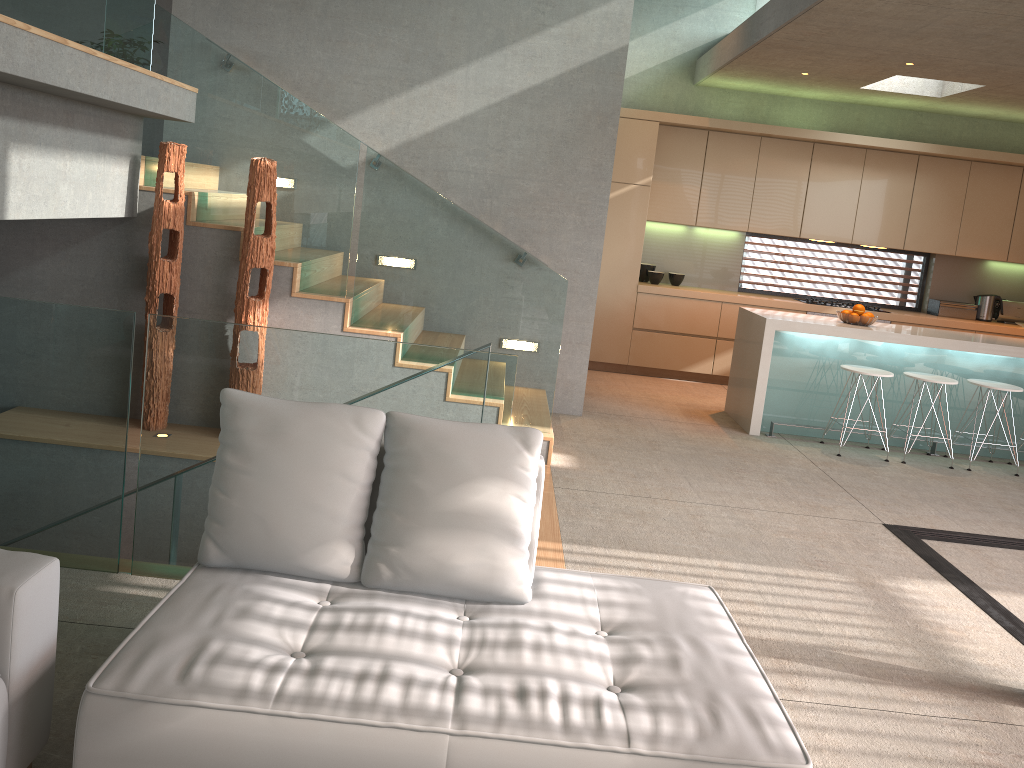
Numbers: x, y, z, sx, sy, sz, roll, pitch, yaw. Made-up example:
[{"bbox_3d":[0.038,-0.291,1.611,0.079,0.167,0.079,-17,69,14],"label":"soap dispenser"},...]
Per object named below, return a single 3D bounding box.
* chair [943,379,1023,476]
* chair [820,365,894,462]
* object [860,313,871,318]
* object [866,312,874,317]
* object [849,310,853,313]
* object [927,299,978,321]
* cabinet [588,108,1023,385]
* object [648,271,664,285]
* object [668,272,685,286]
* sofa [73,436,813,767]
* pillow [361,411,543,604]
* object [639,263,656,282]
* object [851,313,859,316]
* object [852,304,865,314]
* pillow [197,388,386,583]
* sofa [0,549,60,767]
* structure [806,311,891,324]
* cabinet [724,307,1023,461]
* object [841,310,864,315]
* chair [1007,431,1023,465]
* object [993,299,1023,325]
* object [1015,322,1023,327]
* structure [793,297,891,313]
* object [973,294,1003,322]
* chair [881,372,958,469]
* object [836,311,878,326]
[{"bbox_3d":[3.518,0.307,6.538,0.382,0.618,0.386,6,8,-1],"label":"chair"},{"bbox_3d":[2.572,0.200,6.527,0.382,0.618,0.386,6,8,-1],"label":"chair"},{"bbox_3d":[2.769,-0.511,6.929,0.086,0.086,0.088,5,9,-10],"label":"object"},{"bbox_3d":[2.823,-0.522,7.005,0.094,0.093,0.095,5,9,-12],"label":"object"},{"bbox_3d":[2.708,-0.549,7.093,0.087,0.086,0.087,-1,12,-40],"label":"object"},{"bbox_3d":[4.571,-0.774,9.173,0.400,0.158,0.243,6,10,-1],"label":"object"},{"bbox_3d":[4.391,-0.926,8.289,7.468,2.543,1.987,6,8,-1],"label":"cabinet"},{"bbox_3d":[1.456,-1.076,8.976,0.169,0.125,0.171,4,10,-14],"label":"object"},{"bbox_3d":[1.691,-1.076,9.111,0.169,0.125,0.171,4,10,-14],"label":"object"},{"bbox_3d":[-0.129,0.647,2.358,1.595,0.726,1.025,6,10,-1],"label":"sofa"},{"bbox_3d":[-0.162,0.358,2.572,0.492,0.478,0.269,7,8,0],"label":"pillow"},{"bbox_3d":[1.367,-1.150,9.139,0.225,0.186,0.228,3,10,-23],"label":"object"},{"bbox_3d":[2.686,-0.518,6.939,0.081,0.080,0.081,11,10,28],"label":"object"},{"bbox_3d":[2.761,-0.590,7.036,0.095,0.093,0.095,10,9,19],"label":"object"},{"bbox_3d":[-0.639,0.293,2.568,0.492,0.493,0.241,7,7,0],"label":"pillow"},{"bbox_3d":[-1.592,0.858,0.402,1.048,0.745,3.502,6,11,-1],"label":"sofa"},{"bbox_3d":[3.284,-0.422,8.723,0.828,0.496,0.080,6,7,-1],"label":"structure"},{"bbox_3d":[3.905,0.099,7.103,4.120,0.891,0.810,6,9,-1],"label":"cabinet"},{"bbox_3d":[2.682,-0.537,6.991,0.096,0.099,0.175,-2,13,-45],"label":"object"},{"bbox_3d":[4.012,0.362,6.546,0.382,0.618,0.386,6,8,-1],"label":"chair"},{"bbox_3d":[5.225,-0.746,9.187,0.389,0.245,0.152,6,8,-1],"label":"object"},{"bbox_3d":[5.238,-0.579,8.901,0.309,0.034,0.314,0,13,-32],"label":"object"},{"bbox_3d":[3.322,-0.784,8.934,0.838,0.090,0.469,6,11,-1],"label":"structure"},{"bbox_3d":[4.913,-0.790,9.134,0.278,0.283,0.179,7,8,4],"label":"object"},{"bbox_3d":[3.042,0.253,6.532,0.382,0.618,0.386,6,8,-1],"label":"chair"},{"bbox_3d":[2.734,-0.516,7.014,0.315,0.081,0.319,6,11,-1],"label":"object"}]
